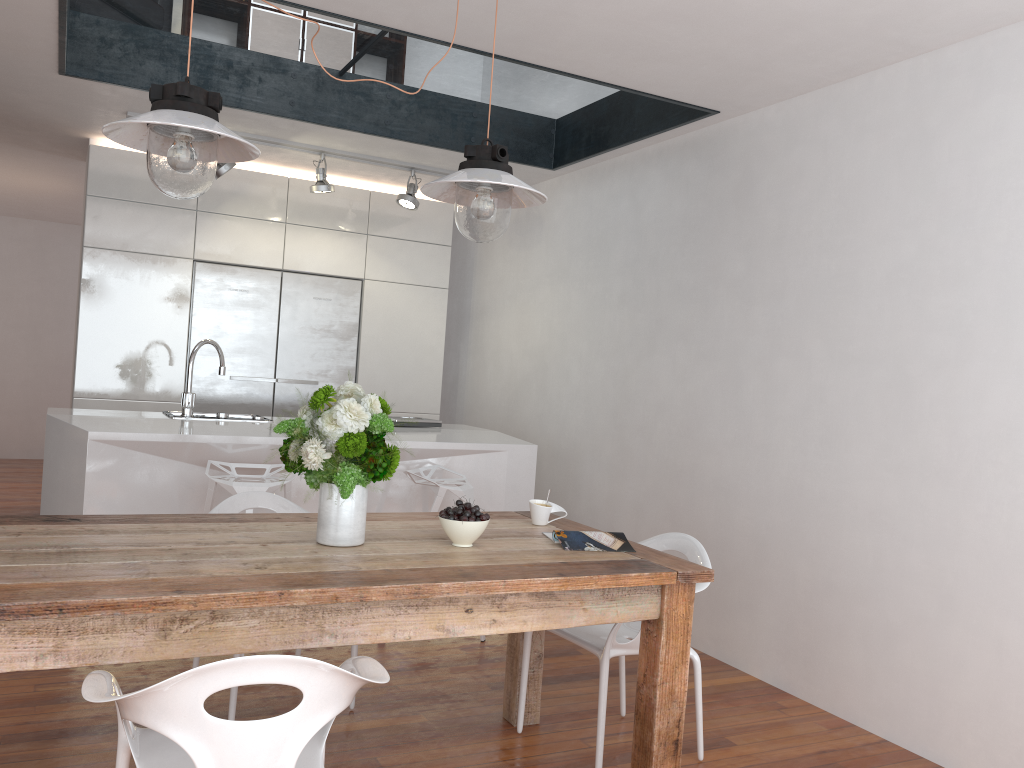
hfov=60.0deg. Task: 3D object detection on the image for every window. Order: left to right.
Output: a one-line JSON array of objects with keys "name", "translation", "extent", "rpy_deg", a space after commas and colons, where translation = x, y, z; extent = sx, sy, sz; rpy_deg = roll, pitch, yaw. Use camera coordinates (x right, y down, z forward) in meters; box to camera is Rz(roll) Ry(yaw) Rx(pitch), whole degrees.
[{"name": "window", "translation": [-0.576, -1.653, 4.146], "extent": [2.700, 0.035, 1.546], "rpy_deg": [4, 1, -27]}]

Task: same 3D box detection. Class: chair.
[{"name": "chair", "translation": [-0.550, 0.812, 1.760], "extent": [0.577, 0.710, 0.505], "rpy_deg": [4, 1, -22]}, {"name": "chair", "translation": [-1.136, 0.729, 3.785], "extent": [0.492, 0.765, 0.428], "rpy_deg": [4, 1, -17]}, {"name": "chair", "translation": [-0.863, 0.777, 3.205], "extent": [0.577, 0.710, 0.505], "rpy_deg": [4, 1, -37]}, {"name": "chair", "translation": [-0.302, 0.785, 4.134], "extent": [0.428, 0.765, 0.492], "rpy_deg": [4, 1, 18]}, {"name": "chair", "translation": [0.370, 0.866, 2.981], "extent": [0.505, 0.710, 0.577], "rpy_deg": [4, 1, -32]}]

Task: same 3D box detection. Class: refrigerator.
[{"name": "refrigerator", "translation": [-1.597, 0.149, 5.926], "extent": [1.119, 1.811, 0.142], "rpy_deg": [4, 1, -27]}]

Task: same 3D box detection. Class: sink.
[{"name": "sink", "translation": [-1.522, 0.057, 4.602], "extent": [0.492, 0.570, 0.459], "rpy_deg": [4, 1, -27]}]

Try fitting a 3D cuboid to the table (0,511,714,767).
[{"name": "table", "translation": [-0.536, 0.798, 2.416], "extent": [1.910, 0.735, 0.969], "rpy_deg": [4, 1, -27]}]

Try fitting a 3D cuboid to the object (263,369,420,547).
[{"name": "object", "translation": [-0.485, 0.194, 2.443], "extent": [0.371, 0.476, 0.432], "rpy_deg": [4, 0, 14]}]

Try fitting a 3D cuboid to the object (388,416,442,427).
[{"name": "object", "translation": [-0.608, 0.210, 5.028], "extent": [0.298, 0.036, 0.325], "rpy_deg": [4, 1, -37]}]

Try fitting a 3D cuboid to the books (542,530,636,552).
[{"name": "books", "translation": [0.230, 0.464, 2.698], "extent": [0.218, 0.035, 0.267], "rpy_deg": [4, 0, -13]}]

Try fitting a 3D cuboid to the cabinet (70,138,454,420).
[{"name": "cabinet", "translation": [-1.780, -0.210, 6.329], "extent": [2.404, 2.506, 0.946], "rpy_deg": [4, 1, -27]}]

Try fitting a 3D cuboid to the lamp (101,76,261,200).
[{"name": "lamp", "translation": [-0.820, -0.615, 2.215], "extent": [0.372, 0.306, 0.372], "rpy_deg": [4, 1, -33]}]

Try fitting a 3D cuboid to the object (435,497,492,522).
[{"name": "object", "translation": [-0.134, 0.367, 2.514], "extent": [0.159, 0.095, 0.141], "rpy_deg": [4, 1, -42]}]

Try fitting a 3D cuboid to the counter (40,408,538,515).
[{"name": "counter", "translation": [-1.127, 0.654, 4.551], "extent": [2.289, 0.903, 0.956], "rpy_deg": [4, 1, -27]}]

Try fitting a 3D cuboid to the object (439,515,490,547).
[{"name": "object", "translation": [-0.138, 0.417, 2.514], "extent": [0.146, 0.079, 0.146], "rpy_deg": [4, 1, -19]}]

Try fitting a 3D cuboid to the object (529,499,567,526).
[{"name": "object", "translation": [0.115, 0.432, 2.971], "extent": [0.127, 0.078, 0.082], "rpy_deg": [4, 1, -22]}]

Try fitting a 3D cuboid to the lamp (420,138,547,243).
[{"name": "lamp", "translation": [-0.081, -0.566, 2.595], "extent": [0.372, 0.306, 0.372], "rpy_deg": [4, 1, 24]}]

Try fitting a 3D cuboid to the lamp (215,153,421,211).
[{"name": "lamp", "translation": [-1.171, -1.257, 5.311], "extent": [1.324, 0.254, 0.154], "rpy_deg": [4, 1, -27]}]
